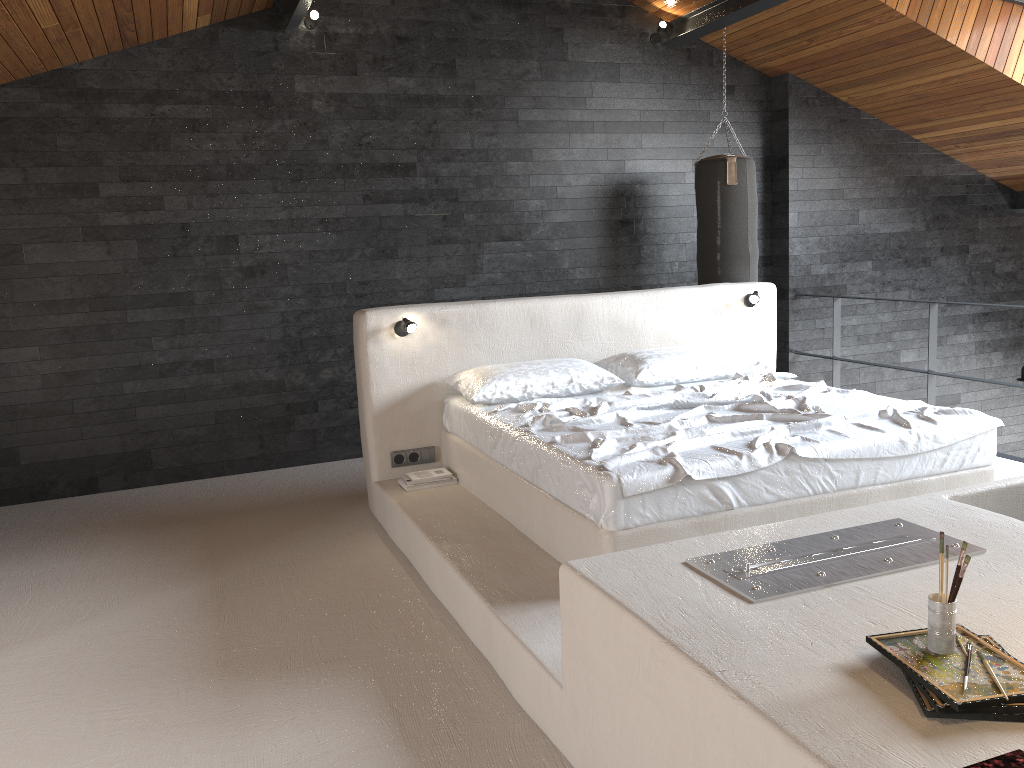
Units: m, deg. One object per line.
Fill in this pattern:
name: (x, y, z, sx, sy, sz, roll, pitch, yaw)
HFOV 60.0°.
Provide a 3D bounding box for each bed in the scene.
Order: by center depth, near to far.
bed: (0.820, 0.277, 4.218, 1.826, 0.484, 2.011, -6, 10, -20)

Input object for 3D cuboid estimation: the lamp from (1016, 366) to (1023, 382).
lamp: (3.863, -0.943, 6.513, 0.210, 1.853, 0.210, 0, 9, 17)

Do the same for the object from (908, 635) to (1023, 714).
object: (0.839, 0.532, 1.640, 0.207, 0.013, 0.276, -2, 9, 4)

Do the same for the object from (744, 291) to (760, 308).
object: (1.447, -0.511, 5.366, 0.085, 0.106, 0.165, -2, 9, 7)

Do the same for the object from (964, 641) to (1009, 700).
object: (0.841, 0.518, 1.620, 0.064, 0.010, 0.232, 0, 9, 16)

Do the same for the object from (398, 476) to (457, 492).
object: (-0.438, 0.505, 4.601, 0.269, 0.028, 0.176, -6, 10, -20)

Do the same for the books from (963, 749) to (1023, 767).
books: (0.761, 0.610, 1.260, 0.188, 0.013, 0.251, -6, 10, -20)

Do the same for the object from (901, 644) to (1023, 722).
object: (0.839, 0.545, 1.641, 0.207, 0.013, 0.276, -1, 9, 11)

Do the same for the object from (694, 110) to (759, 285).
object: (1.537, -1.128, 6.334, 0.442, 1.602, 0.445, -2, 9, 7)

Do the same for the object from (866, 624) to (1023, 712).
object: (0.828, 0.519, 1.644, 0.207, 0.013, 0.276, -4, 9, -10)

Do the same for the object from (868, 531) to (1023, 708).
object: (0.823, 0.411, 1.627, 0.245, 0.234, 0.301, -3, 9, 0)

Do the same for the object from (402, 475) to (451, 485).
object: (-0.445, 0.485, 4.606, 0.231, 0.015, 0.159, -5, 9, -15)

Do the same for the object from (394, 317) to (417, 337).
object: (-0.552, -0.294, 4.611, 0.087, 0.106, 0.156, -7, 10, -23)

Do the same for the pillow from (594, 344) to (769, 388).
pillow: (0.943, -0.117, 4.999, 0.842, 0.173, 0.509, -6, 10, -20)

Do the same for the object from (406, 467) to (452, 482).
object: (-0.430, 0.471, 4.605, 0.206, 0.015, 0.161, -6, 10, -20)

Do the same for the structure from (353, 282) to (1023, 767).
structure: (1.184, 0.307, 3.231, 2.634, 1.120, 4.615, -6, 10, -20)

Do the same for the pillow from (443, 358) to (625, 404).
pillow: (0.107, -0.030, 4.692, 0.837, 0.176, 0.502, -6, 10, -20)
